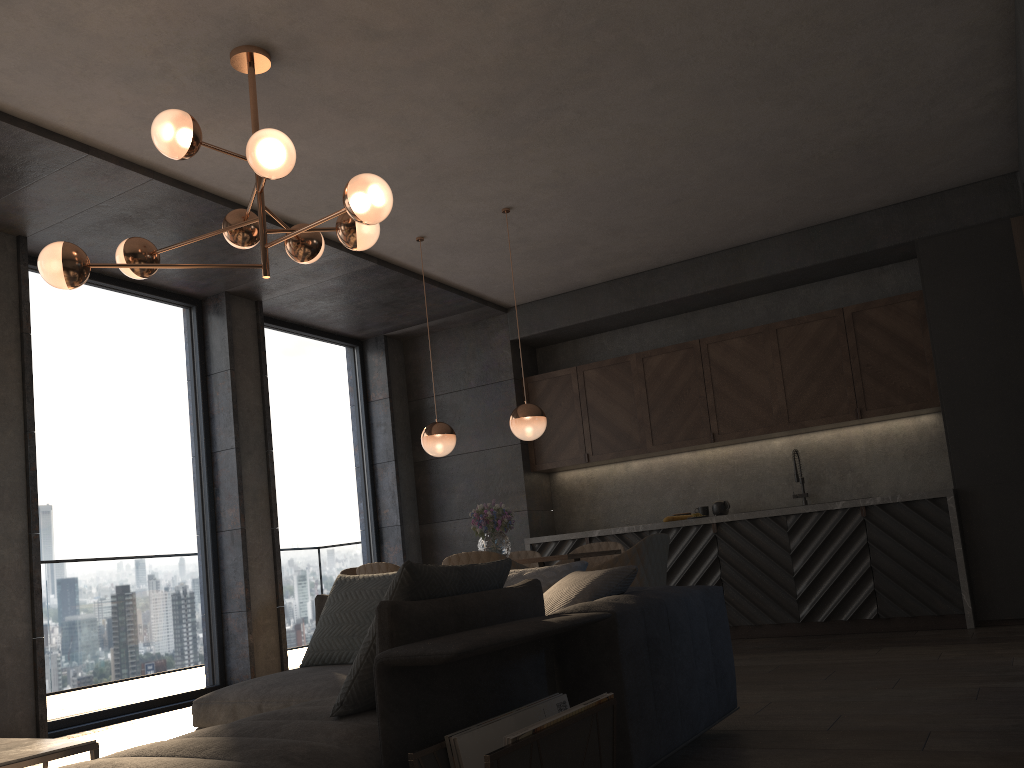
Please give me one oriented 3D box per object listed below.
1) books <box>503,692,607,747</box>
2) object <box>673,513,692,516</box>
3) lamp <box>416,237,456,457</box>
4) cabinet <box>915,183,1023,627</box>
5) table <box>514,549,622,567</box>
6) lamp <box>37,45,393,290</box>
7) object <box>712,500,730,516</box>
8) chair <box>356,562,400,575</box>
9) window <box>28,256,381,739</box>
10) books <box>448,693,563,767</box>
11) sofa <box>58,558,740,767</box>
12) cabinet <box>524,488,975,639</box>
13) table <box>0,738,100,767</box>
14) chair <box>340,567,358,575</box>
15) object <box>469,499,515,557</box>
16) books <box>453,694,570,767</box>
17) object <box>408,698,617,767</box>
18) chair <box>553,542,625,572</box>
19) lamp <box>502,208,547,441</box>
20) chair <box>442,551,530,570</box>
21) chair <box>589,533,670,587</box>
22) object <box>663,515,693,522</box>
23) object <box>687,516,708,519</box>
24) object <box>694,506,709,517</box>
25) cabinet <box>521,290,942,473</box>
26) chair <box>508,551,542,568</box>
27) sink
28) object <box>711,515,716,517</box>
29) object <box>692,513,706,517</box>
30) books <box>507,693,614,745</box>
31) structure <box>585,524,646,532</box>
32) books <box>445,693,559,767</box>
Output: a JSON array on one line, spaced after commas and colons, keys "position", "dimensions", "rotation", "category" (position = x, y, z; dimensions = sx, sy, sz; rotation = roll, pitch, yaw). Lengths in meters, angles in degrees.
[{"position": [0.124, 1.010, 2.230], "dimensions": [0.065, 0.351, 0.571], "rotation": [-10, -11, 29], "category": "books"}, {"position": [1.431, 1.120, 7.419], "dimensions": [0.157, 0.067, 0.118], "rotation": [-9, -11, 14], "category": "object"}, {"position": [-0.564, -0.261, 6.067], "dimensions": [0.241, 1.528, 0.239], "rotation": [-10, -8, 35], "category": "lamp"}, {"position": [3.483, 0.186, 5.802], "dimensions": [1.195, 2.725, 1.208], "rotation": [-10, -8, 29], "category": "cabinet"}, {"position": [-0.082, 1.527, 5.656], "dimensions": [1.477, 0.760, 0.773], "rotation": [-12, -11, 29], "category": "table"}, {"position": [-1.169, -0.896, 3.898], "dimensions": [1.465, 1.027, 1.027], "rotation": [-7, -9, 6], "category": "lamp"}, {"position": [1.712, 1.024, 7.249], "dimensions": [0.136, 0.136, 0.154], "rotation": [-6, -9, 2], "category": "object"}, {"position": [-0.613, 1.476, 5.307], "dimensions": [0.560, 0.827, 0.511], "rotation": [-12, -10, 38], "category": "chair"}, {"position": [-3.126, 0.610, 5.167], "dimensions": [0.200, 2.963, 7.311], "rotation": [-9, -11, 29], "category": "window"}, {"position": [0.040, 1.029, 2.281], "dimensions": [0.068, 0.350, 0.571], "rotation": [-10, -11, 29], "category": "books"}, {"position": [-0.644, 1.018, 2.913], "dimensions": [2.038, 0.775, 2.929], "rotation": [-12, -13, 28], "category": "sofa"}, {"position": [1.761, 1.536, 7.091], "dimensions": [3.417, 0.939, 0.603], "rotation": [-12, -10, 29], "category": "cabinet"}, {"position": [-1.961, 1.336, 2.683], "dimensions": [0.937, 0.305, 0.936], "rotation": [-12, -13, 29], "category": "table"}, {"position": [-0.873, 1.667, 6.114], "dimensions": [0.514, 0.827, 0.557], "rotation": [-11, -10, 33], "category": "chair"}, {"position": [-0.117, 0.952, 5.741], "dimensions": [0.298, 0.404, 0.332], "rotation": [-6, -8, 0], "category": "object"}, {"position": [0.055, 1.026, 2.270], "dimensions": [0.079, 0.349, 0.571], "rotation": [-10, -11, 29], "category": "books"}, {"position": [0.045, 1.020, 2.191], "dimensions": [0.217, 0.347, 0.671], "rotation": [-10, -11, 29], "category": "object"}, {"position": [0.530, 1.492, 5.956], "dimensions": [0.559, 0.827, 0.513], "rotation": [-10, -9, 29], "category": "chair"}, {"position": [0.037, -0.393, 5.722], "dimensions": [0.239, 1.528, 0.241], "rotation": [-6, -7, 5], "category": "lamp"}, {"position": [-0.086, 1.362, 5.008], "dimensions": [0.558, 0.827, 0.513], "rotation": [-9, -9, 24], "category": "chair"}, {"position": [0.690, 1.319, 5.184], "dimensions": [0.514, 0.827, 0.557], "rotation": [-11, -10, 33], "category": "chair"}, {"position": [1.383, 1.109, 7.277], "dimensions": [0.301, 0.054, 0.072], "rotation": [-2, -10, -19], "category": "object"}, {"position": [1.510, 1.089, 7.172], "dimensions": [0.170, 0.020, 0.172], "rotation": [2, -14, -34], "category": "object"}, {"position": [1.583, 1.069, 7.326], "dimensions": [0.112, 0.102, 0.091], "rotation": [-1, -10, -28], "category": "object"}, {"position": [1.667, 0.075, 7.358], "dimensions": [3.417, 0.856, 0.371], "rotation": [-12, -9, 29], "category": "cabinet"}, {"position": [-0.017, 1.617, 6.295], "dimensions": [0.558, 0.827, 0.513], "rotation": [-9, -9, 24], "category": "chair"}, {"position": [2.287, 0.758, 6.869], "dimensions": [0.969, 0.541, 0.463], "rotation": [-12, -10, 29], "category": "sink"}, {"position": [1.483, 1.103, 7.235], "dimensions": [0.493, 0.039, 0.286], "rotation": [-11, -12, 24], "category": "object"}, {"position": [1.508, 1.071, 7.174], "dimensions": [0.121, 0.045, 0.117], "rotation": [-13, -13, 34], "category": "object"}, {"position": [0.132, 1.006, 2.217], "dimensions": [0.065, 0.351, 0.571], "rotation": [-10, -11, 29], "category": "books"}, {"position": [1.008, 1.235, 7.565], "dimensions": [0.615, 0.017, 0.507], "rotation": [-12, -13, 29], "category": "structure"}, {"position": [0.028, 1.032, 2.291], "dimensions": [0.063, 0.351, 0.571], "rotation": [-10, -11, 29], "category": "books"}]
